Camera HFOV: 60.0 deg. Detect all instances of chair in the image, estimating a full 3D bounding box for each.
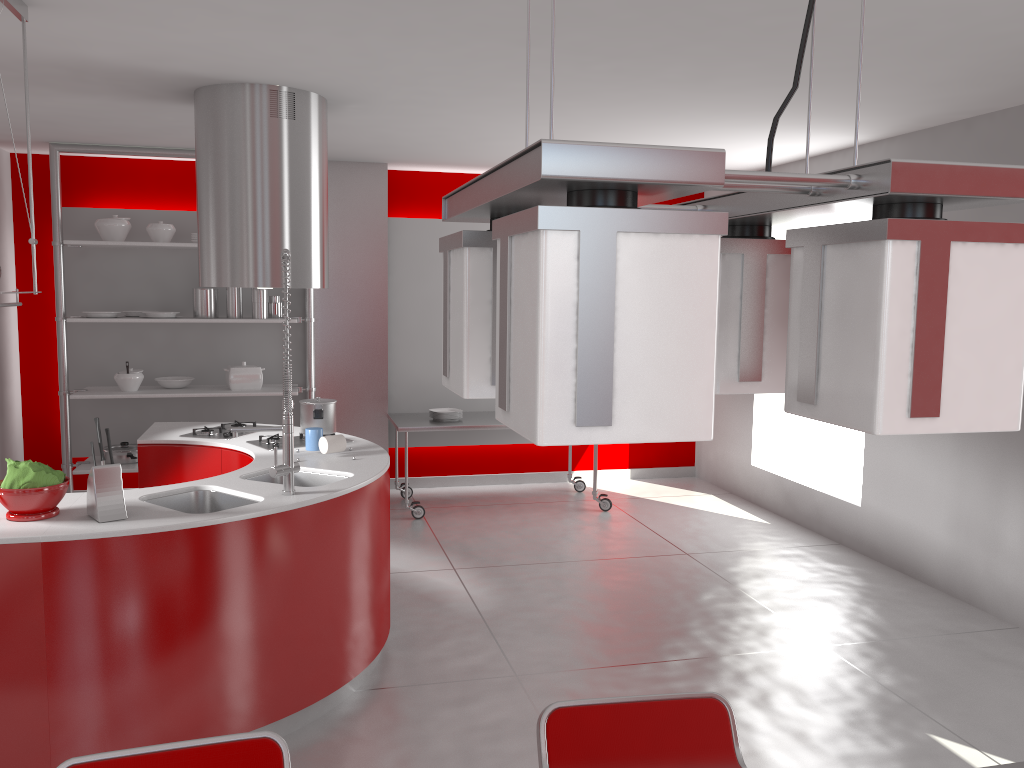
[{"bbox_3d":[0.273,1.066,1.615,0.418,0.857,0.460,0,6,-9],"label":"chair"},{"bbox_3d":[-0.540,1.077,1.418,0.418,0.857,0.460,-1,6,-19],"label":"chair"}]

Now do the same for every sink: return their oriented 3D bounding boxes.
[{"bbox_3d":[-0.889,0.485,3.682,0.428,0.172,0.326,4,7,25],"label":"sink"},{"bbox_3d":[-1.140,0.526,3.267,0.428,0.172,0.326,5,8,37],"label":"sink"}]

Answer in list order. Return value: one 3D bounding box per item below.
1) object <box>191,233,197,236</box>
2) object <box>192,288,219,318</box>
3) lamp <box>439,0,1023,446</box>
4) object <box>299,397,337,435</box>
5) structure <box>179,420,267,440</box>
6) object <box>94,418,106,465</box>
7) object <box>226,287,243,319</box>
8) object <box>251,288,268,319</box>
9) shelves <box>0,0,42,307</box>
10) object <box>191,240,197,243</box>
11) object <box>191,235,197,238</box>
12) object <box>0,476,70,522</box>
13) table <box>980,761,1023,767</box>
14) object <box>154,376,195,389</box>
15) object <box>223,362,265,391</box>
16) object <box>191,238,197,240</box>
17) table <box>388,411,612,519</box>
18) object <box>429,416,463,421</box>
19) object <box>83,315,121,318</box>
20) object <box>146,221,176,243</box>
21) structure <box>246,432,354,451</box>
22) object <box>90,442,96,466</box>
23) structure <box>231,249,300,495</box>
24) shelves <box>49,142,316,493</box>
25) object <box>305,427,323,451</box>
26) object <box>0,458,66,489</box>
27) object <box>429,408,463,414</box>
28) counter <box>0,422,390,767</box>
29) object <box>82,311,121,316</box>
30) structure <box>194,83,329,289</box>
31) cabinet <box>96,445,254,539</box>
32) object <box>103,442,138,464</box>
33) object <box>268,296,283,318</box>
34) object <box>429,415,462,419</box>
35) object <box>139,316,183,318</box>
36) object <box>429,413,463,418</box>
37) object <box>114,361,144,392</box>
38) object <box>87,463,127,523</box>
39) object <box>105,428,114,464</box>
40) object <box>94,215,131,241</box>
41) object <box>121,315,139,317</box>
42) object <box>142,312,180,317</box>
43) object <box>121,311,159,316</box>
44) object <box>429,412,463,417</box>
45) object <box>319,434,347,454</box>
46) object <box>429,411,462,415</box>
[{"bbox_3d":[-2.143,-1.037,6.231,0.200,0.030,0.200,-1,6,-14],"label":"object"},{"bbox_3d":[-2.159,-0.567,6.232,0.184,0.205,0.172,0,6,-9],"label":"object"},{"bbox_3d":[0.129,-0.495,0.582,0.304,1.025,0.304,-1,6,-14],"label":"lamp"},{"bbox_3d":[-0.986,0.159,4.516,0.218,0.185,0.189,5,8,38],"label":"object"},{"bbox_3d":[-1.517,0.238,4.753,0.303,0.037,0.457,2,6,16],"label":"structure"},{"bbox_3d":[-1.374,0.278,2.980,0.014,0.322,0.150,-5,8,-43],"label":"object"},{"bbox_3d":[-1.952,-0.626,6.232,0.109,0.329,0.110,-1,6,-16],"label":"object"},{"bbox_3d":[-1.771,-0.596,6.230,0.115,0.274,0.115,-2,6,-21],"label":"object"},{"bbox_3d":[-2.060,-0.756,2.763,0.934,1.023,0.462,-1,6,-14],"label":"shelves"},{"bbox_3d":[-2.143,-0.991,6.236,0.200,0.030,0.200,-1,6,-14],"label":"object"},{"bbox_3d":[-2.143,-1.021,6.233,0.200,0.030,0.200,-1,6,-14],"label":"object"},{"bbox_3d":[-1.609,0.385,2.975,0.229,0.118,0.228,-5,8,-43],"label":"object"},{"bbox_3d":[0.162,1.083,0.762,1.700,1.000,0.800,-1,6,-14],"label":"table"},{"bbox_3d":[-2.423,-0.005,6.371,0.272,0.072,0.272,6,8,40],"label":"object"},{"bbox_3d":[-1.932,-0.063,6.393,0.282,0.197,0.235,-2,7,-24],"label":"object"},{"bbox_3d":[-2.143,-1.007,6.235,0.200,0.030,0.200,-1,6,-14],"label":"object"},{"bbox_3d":[-0.111,0.596,6.830,1.627,0.682,0.749,-1,6,-13],"label":"table"},{"bbox_3d":[-0.497,0.257,6.653,0.228,0.020,0.228,-3,7,-32],"label":"object"},{"bbox_3d":[-2.790,-0.456,6.030,0.280,0.015,0.280,3,7,23],"label":"object"},{"bbox_3d":[-2.428,-1.046,6.136,0.192,0.153,0.192,1,6,-1],"label":"object"},{"bbox_3d":[-1.067,0.274,4.468,0.457,0.037,0.303,-4,8,-39],"label":"structure"},{"bbox_3d":[-1.389,0.294,2.958,0.009,0.197,0.091,-5,8,-43],"label":"object"},{"bbox_3d":[-0.888,-0.048,3.333,0.178,0.920,0.308,4,7,29],"label":"structure"},{"bbox_3d":[-2.282,-0.337,6.284,1.735,2.599,0.535,-1,6,-14],"label":"shelves"},{"bbox_3d":[-0.935,0.257,4.162,0.080,0.100,0.109,-5,8,-41],"label":"object"},{"bbox_3d":[-1.598,0.332,2.972,0.198,0.182,0.193,0,6,-8],"label":"object"},{"bbox_3d":[-0.497,0.206,6.648,0.228,0.020,0.228,-3,7,-32],"label":"object"},{"bbox_3d":[-1.583,0.816,3.641,1.868,0.880,2.865,3,6,20],"label":"counter"},{"bbox_3d":[-2.789,-0.470,6.028,0.244,0.042,0.244,-3,7,-29],"label":"object"},{"bbox_3d":[-1.264,-0.965,4.512,0.644,0.958,0.644,6,8,42],"label":"structure"},{"bbox_3d":[-1.854,0.784,3.613,1.025,0.761,1.875,4,7,31],"label":"cabinet"},{"bbox_3d":[-2.751,0.485,6.264,0.308,0.130,0.407,0,6,-7],"label":"object"},{"bbox_3d":[-1.728,-0.559,6.439,0.127,0.157,0.127,0,6,-4],"label":"object"},{"bbox_3d":[-0.497,0.247,6.652,0.228,0.020,0.228,-3,7,-32],"label":"object"},{"bbox_3d":[-2.416,-0.460,6.108,0.280,0.015,0.280,2,6,15],"label":"object"},{"bbox_3d":[-0.497,0.237,6.651,0.228,0.020,0.228,-3,7,-32],"label":"object"},{"bbox_3d":[-2.658,-0.057,6.154,0.192,0.214,0.192,-2,7,-27],"label":"object"},{"bbox_3d":[-1.358,0.356,2.967,0.091,0.178,0.137,-5,8,-41],"label":"object"},{"bbox_3d":[-1.348,0.293,2.993,0.012,0.279,0.130,-5,8,-43],"label":"object"},{"bbox_3d":[-2.725,-1.060,6.059,0.231,0.191,0.231,4,7,26],"label":"object"},{"bbox_3d":[-2.639,-0.482,6.295,0.280,0.015,0.280,3,7,23],"label":"object"},{"bbox_3d":[-2.416,-0.474,6.107,0.244,0.042,0.244,-3,7,-29],"label":"object"},{"bbox_3d":[-2.638,-0.496,6.293,0.244,0.042,0.244,-2,7,-22],"label":"object"},{"bbox_3d":[-0.497,0.226,6.650,0.228,0.020,0.228,-3,7,-32],"label":"object"},{"bbox_3d":[-0.834,0.275,4.083,0.100,0.080,0.109,-5,8,-44],"label":"object"},{"bbox_3d":[-0.497,0.216,6.649,0.228,0.020,0.228,-3,7,-32],"label":"object"}]
